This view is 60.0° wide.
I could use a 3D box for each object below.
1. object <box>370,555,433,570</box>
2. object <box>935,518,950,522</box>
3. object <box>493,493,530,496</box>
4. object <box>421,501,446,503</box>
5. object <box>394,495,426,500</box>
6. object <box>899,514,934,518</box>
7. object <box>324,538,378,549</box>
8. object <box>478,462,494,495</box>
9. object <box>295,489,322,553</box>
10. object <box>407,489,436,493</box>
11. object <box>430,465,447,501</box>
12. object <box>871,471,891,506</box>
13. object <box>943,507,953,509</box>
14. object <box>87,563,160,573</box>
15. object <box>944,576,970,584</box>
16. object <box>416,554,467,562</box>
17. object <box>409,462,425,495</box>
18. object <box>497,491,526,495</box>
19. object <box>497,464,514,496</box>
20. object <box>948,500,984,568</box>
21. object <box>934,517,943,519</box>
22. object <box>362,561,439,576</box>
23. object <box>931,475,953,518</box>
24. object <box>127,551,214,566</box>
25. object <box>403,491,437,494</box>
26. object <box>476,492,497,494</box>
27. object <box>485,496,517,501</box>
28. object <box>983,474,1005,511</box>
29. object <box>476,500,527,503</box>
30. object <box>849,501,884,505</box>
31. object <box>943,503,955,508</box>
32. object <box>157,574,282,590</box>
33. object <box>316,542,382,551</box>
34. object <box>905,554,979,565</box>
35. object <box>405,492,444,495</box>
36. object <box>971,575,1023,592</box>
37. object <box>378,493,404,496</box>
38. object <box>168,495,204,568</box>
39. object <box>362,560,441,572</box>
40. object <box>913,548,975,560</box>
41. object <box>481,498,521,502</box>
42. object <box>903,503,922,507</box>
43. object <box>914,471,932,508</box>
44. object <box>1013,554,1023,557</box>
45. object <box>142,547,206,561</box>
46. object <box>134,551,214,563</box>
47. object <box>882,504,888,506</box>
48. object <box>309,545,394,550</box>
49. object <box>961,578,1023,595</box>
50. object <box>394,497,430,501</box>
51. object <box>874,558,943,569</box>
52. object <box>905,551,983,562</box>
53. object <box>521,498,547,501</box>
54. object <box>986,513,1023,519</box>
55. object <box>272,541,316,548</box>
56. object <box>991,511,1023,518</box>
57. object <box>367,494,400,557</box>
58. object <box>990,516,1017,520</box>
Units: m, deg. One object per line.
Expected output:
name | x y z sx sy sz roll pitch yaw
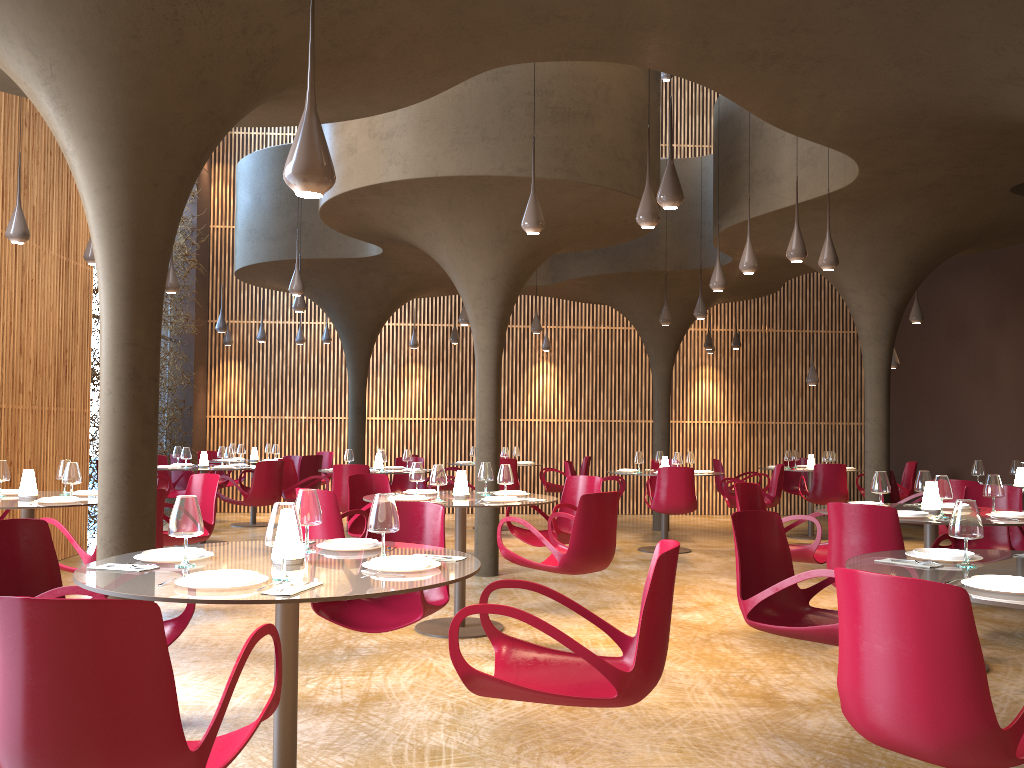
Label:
object | -0.465 0.757 3.741 0.263 0.029 0.263 -1 -4 33
object | 2.998 0.929 6.046 0.262 0.017 0.126 3 -4 -42
object | -0.005 0.991 7.970 0.332 0.014 0.332 0 -3 20
object | -0.659 0.944 7.052 0.262 0.017 0.126 3 -4 -40
object | -0.840 0.937 7.294 0.263 0.029 0.263 2 -3 -30
object | 2.811 0.932 6.284 0.332 0.014 0.332 1 -3 -6
object | -0.788 0.785 4.343 0.263 0.029 0.263 0 -3 4
object | -0.237 0.851 7.965 0.142 0.295 0.142 0 -2 11
object | -0.972 0.648 4.205 0.142 0.295 0.142 1 -2 -13
object | -0.823 0.976 8.037 0.263 0.029 0.263 2 -3 -32
object | -0.606 0.812 7.288 0.142 0.295 0.142 1 -2 -8
object | 2.860 0.826 6.875 0.142 0.295 0.142 2 -2 -37
object | 3.520 0.979 7.054 0.332 0.014 0.332 1 -3 1
object | -1.597 0.757 3.642 0.262 0.017 0.126 0 -3 16
object | 1.890 0.773 3.374 0.204 0.012 0.411 3 -4 -38
object | -0.346 0.789 4.018 0.262 0.017 0.126 0 -3 20
object | -0.837 0.837 7.808 0.142 0.295 0.142 -1 -2 39
object | -0.005 0.981 7.970 0.263 0.029 0.263 -2 -4 42
object | -0.057 0.830 7.526 0.142 0.295 0.142 -1 -2 43
object | 2.023 0.666 3.950 0.142 0.295 0.142 0 -2 5
object | 2.808 0.933 6.287 0.411 0.012 0.204 -2 -4 44
object | -0.466 0.767 3.736 0.204 0.012 0.411 0 -3 16
object | 3.046 0.797 6.284 0.142 0.295 0.142 1 -2 -9
object | -1.495 0.767 3.931 0.204 0.012 0.411 0 -3 12
object | -0.823 0.986 8.037 0.332 0.014 0.332 0 -3 13
object | -0.204 1.008 8.197 0.262 0.017 0.126 4 -4 -44
object | -0.088 0.945 7.292 0.263 0.029 0.263 3 -4 -38
object | 3.553 0.816 6.540 0.142 0.295 0.142 0 -2 23
object | -0.092 0.956 7.288 0.411 0.012 0.204 3 -4 -39
object | 2.838 0.965 7.104 0.263 0.029 0.263 -1 -4 33
object | 3.520 0.970 7.054 0.263 0.029 0.263 1 -3 -5
object | -1.086 0.739 3.309 0.410 0.012 0.204 0 -3 10
object | -0.788 0.794 4.343 0.332 0.014 0.332 1 -3 -12
object | 2.037 0.816 4.183 0.411 0.012 0.204 3 -4 -43
object | -0.820 0.987 8.041 0.411 0.012 0.204 3 -4 -43
object | 1.893 0.761 3.371 0.263 0.029 0.263 -1 -3 24
object | -1.070 0.981 7.862 0.126 0.017 0.262 3 -4 -39
object | -1.372 0.620 3.732 0.142 0.295 0.142 1 -2 -19
object | -0.465 0.766 3.740 0.332 0.014 0.332 2 -3 -31
object | 2.034 0.805 4.180 0.263 0.029 0.263 2 -4 -33
object | -0.088 0.955 7.292 0.332 0.014 0.332 0 -3 17
object | 3.349 0.998 7.304 0.262 0.017 0.126 3 -4 -38
object | 3.289 0.841 7.077 0.142 0.295 0.142 0 -2 29
object | 2.568 0.834 4.306 0.262 0.017 0.126 2 -3 -30
object | -1.496 0.756 3.927 0.263 0.029 0.263 2 -3 -25
object | -1.496 0.765 3.927 0.332 0.014 0.332 3 -4 -42
object | 2.838 0.975 7.104 0.332 0.014 0.332 0 -3 4
object | -0.783 0.795 4.343 0.410 0.012 0.204 0 -3 6
object | 1.893 0.771 3.371 0.332 0.014 0.332 2 -3 -20
object | -0.840 0.947 7.294 0.332 0.014 0.332 3 -4 -40
object | 1.789 0.810 4.002 0.126 0.017 0.262 3 -4 -39
object | 2.034 0.815 4.179 0.332 0.014 0.332 0 -3 16
object | 0.169 0.973 7.449 0.126 0.017 0.262 3 -4 -35
object | 3.555 0.941 6.303 0.332 0.014 0.332 -1 -3 21
object | -1.082 0.802 4.415 0.126 0.017 0.262 0 -3 10
object | 3.555 0.931 6.303 0.263 0.029 0.263 0 -3 18
object | -0.572 0.639 3.950 0.142 0.295 0.142 0 -2 8
object | 3.552 0.942 6.299 0.204 0.012 0.411 -2 -4 43
